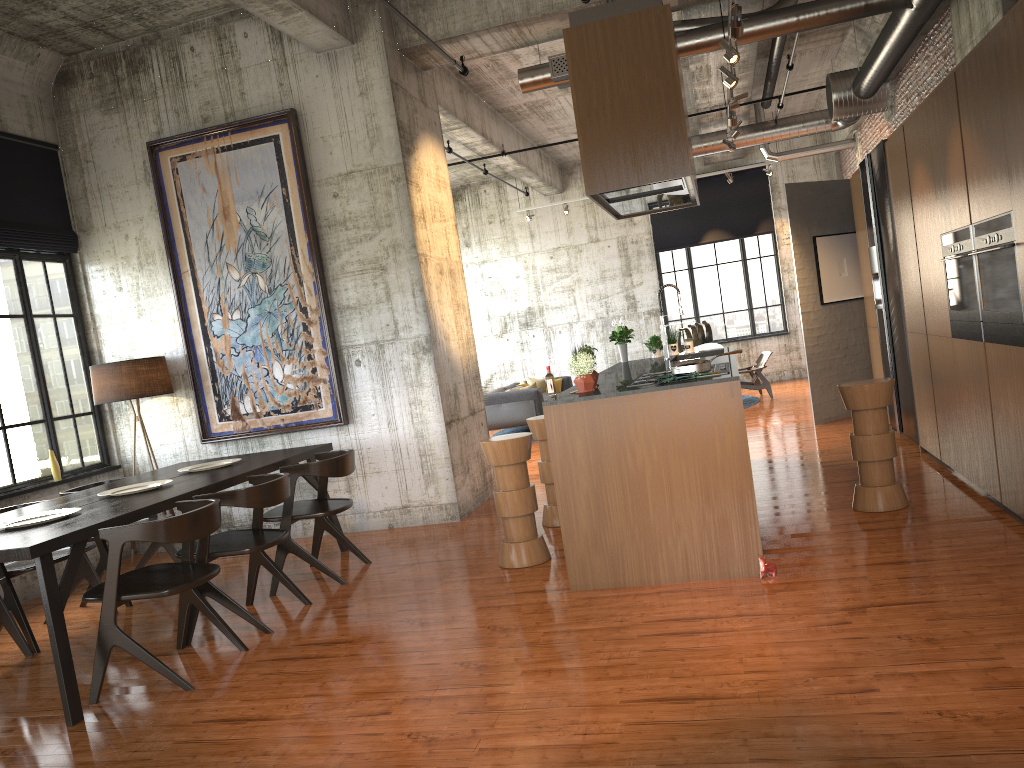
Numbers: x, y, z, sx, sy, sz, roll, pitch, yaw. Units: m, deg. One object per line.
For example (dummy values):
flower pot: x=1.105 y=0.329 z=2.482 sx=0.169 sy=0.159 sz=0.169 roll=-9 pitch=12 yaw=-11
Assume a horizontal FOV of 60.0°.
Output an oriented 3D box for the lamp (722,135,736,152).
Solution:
lamp: x=2.720 y=-3.013 z=11.086 sx=0.102 sy=0.211 sz=0.259 roll=-5 pitch=5 yaw=44

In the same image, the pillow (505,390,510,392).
pillow: x=-0.100 y=0.253 z=15.316 sx=0.435 sy=0.319 sz=0.168 roll=-8 pitch=4 yaw=14

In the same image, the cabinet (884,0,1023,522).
cabinet: x=3.557 y=-0.661 z=5.863 sx=0.860 sy=3.052 sz=5.325 roll=-8 pitch=3 yaw=14

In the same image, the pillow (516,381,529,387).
pillow: x=0.249 y=0.122 z=17.174 sx=0.229 sy=0.372 sz=0.403 roll=-7 pitch=4 yaw=23

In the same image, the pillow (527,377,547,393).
pillow: x=0.495 y=0.063 z=17.230 sx=0.537 sy=0.447 sz=0.259 roll=-7 pitch=4 yaw=21

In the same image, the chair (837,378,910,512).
chair: x=2.757 y=0.460 z=6.766 sx=0.411 sy=0.965 sz=0.408 roll=-4 pitch=6 yaw=44

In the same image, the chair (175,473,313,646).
chair: x=-1.892 y=1.193 z=6.231 sx=0.770 sy=0.996 sz=0.875 roll=-8 pitch=4 yaw=14

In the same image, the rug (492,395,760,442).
rug: x=2.033 y=0.599 z=16.167 sx=4.833 sy=0.009 sz=4.848 roll=-10 pitch=3 yaw=-30

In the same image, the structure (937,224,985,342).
structure: x=3.215 y=-0.711 z=6.403 sx=0.079 sy=0.796 sz=0.857 roll=-8 pitch=4 yaw=14

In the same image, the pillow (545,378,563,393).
pillow: x=0.807 y=0.039 z=17.121 sx=0.434 sy=0.319 sz=0.168 roll=-9 pitch=4 yaw=-11

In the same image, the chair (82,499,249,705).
chair: x=-2.101 y=1.268 z=5.361 sx=0.770 sy=0.996 sz=0.875 roll=-8 pitch=4 yaw=15

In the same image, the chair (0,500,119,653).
chair: x=-3.633 y=1.434 z=6.758 sx=0.770 sy=0.996 sz=0.875 roll=-8 pitch=4 yaw=15

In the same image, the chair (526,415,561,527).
chair: x=0.401 y=0.762 z=7.954 sx=0.409 sy=0.965 sz=0.410 roll=-9 pitch=4 yaw=-7

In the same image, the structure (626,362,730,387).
structure: x=1.214 y=-0.078 z=6.366 sx=0.679 sy=0.019 sz=1.093 roll=-8 pitch=3 yaw=14

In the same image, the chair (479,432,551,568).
chair: x=0.027 y=0.879 z=6.755 sx=0.409 sy=0.965 sz=0.410 roll=-9 pitch=4 yaw=-7

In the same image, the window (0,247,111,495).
window: x=-5.011 y=-0.609 z=7.588 sx=0.050 sy=3.443 sz=3.800 roll=-8 pitch=4 yaw=14

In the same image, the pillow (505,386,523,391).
pillow: x=0.080 y=0.202 z=15.385 sx=0.365 sy=0.315 sz=0.170 roll=-8 pitch=4 yaw=4

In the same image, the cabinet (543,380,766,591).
cabinet: x=1.394 y=0.493 z=7.724 sx=1.246 sy=1.246 sz=4.346 roll=-8 pitch=3 yaw=14

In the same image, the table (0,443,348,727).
table: x=-2.794 y=1.303 z=6.660 sx=1.640 sy=1.008 sz=3.691 roll=-8 pitch=3 yaw=14

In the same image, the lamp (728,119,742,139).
lamp: x=2.592 y=-2.954 z=10.324 sx=0.199 sy=0.229 sz=0.101 roll=-7 pitch=5 yaw=24

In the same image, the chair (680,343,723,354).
chair: x=3.767 y=-0.261 z=17.565 sx=0.804 sy=1.033 sz=1.058 roll=-12 pitch=5 yaw=-36

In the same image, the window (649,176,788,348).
window: x=4.329 y=-2.564 z=18.740 sx=2.582 sy=3.444 sz=0.050 roll=-8 pitch=5 yaw=14

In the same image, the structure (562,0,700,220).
structure: x=0.887 y=-1.850 z=6.224 sx=0.664 sy=1.128 sz=1.623 roll=-8 pitch=4 yaw=14

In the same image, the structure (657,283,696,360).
structure: x=1.650 y=-0.640 z=8.871 sx=0.361 sy=0.751 sz=0.167 roll=-8 pitch=5 yaw=14

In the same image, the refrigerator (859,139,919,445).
refrigerator: x=4.467 y=-0.955 z=9.143 sx=1.212 sy=3.058 sz=1.512 roll=-8 pitch=4 yaw=14

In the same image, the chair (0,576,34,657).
chair: x=-3.842 y=1.509 z=5.887 sx=0.770 sy=0.996 sz=0.875 roll=-8 pitch=4 yaw=14

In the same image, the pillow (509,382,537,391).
pillow: x=0.263 y=0.198 z=15.214 sx=0.537 sy=0.447 sz=0.259 roll=-7 pitch=4 yaw=21

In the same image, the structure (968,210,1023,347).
structure: x=3.006 y=-0.636 z=5.535 sx=0.079 sy=0.796 sz=0.857 roll=-8 pitch=4 yaw=14

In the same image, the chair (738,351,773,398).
chair: x=4.174 y=-0.116 z=15.859 sx=1.043 sy=0.795 sz=0.873 roll=-8 pitch=4 yaw=4

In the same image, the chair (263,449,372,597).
chair: x=-1.605 y=1.099 z=7.244 sx=0.770 sy=0.996 sz=0.875 roll=-8 pitch=4 yaw=10

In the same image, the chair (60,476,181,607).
chair: x=-3.405 y=1.350 z=7.742 sx=0.770 sy=0.996 sz=0.875 roll=-8 pitch=4 yaw=14
